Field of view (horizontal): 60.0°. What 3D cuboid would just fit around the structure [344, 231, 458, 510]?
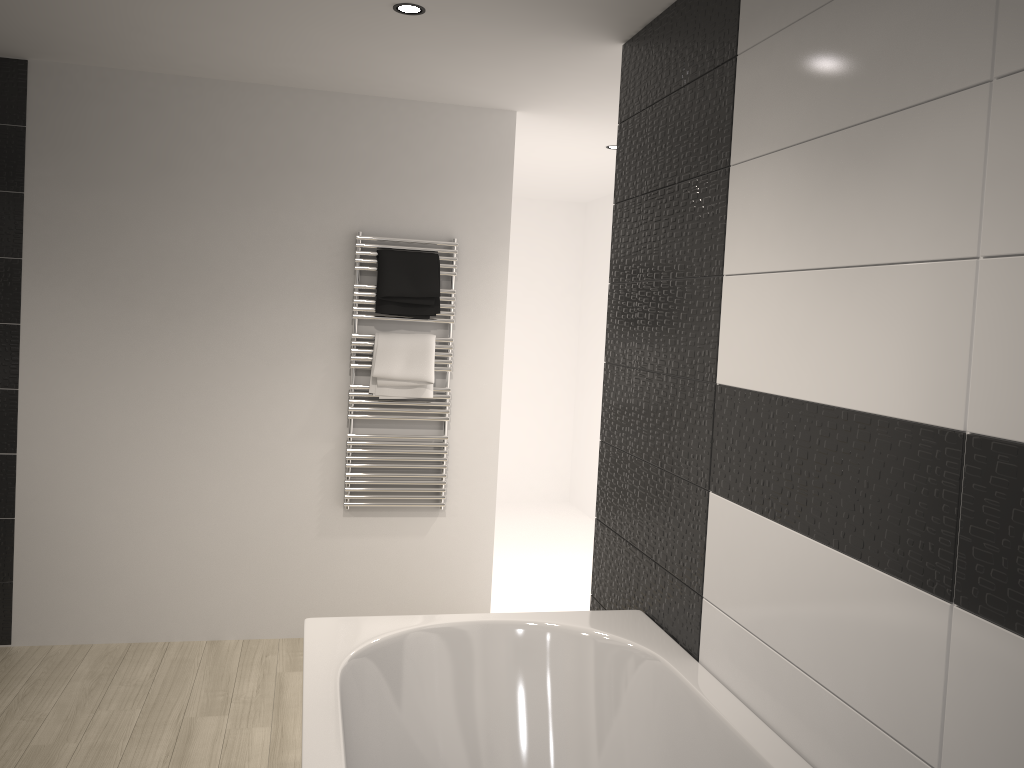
[{"bbox_3d":[-0.518,-0.050,4.150,0.472,1.290,0.039,2,3,-13],"label":"structure"}]

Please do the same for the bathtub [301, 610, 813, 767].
[{"bbox_3d":[0.130,1.105,1.561,1.008,0.675,2.184,2,4,-13],"label":"bathtub"}]

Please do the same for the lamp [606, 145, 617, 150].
[{"bbox_3d":[0.582,-1.329,4.982,0.106,0.004,0.105,6,6,38],"label":"lamp"}]

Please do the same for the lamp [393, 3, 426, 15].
[{"bbox_3d":[-0.333,-1.215,2.873,0.105,0.004,0.106,1,5,-28],"label":"lamp"}]

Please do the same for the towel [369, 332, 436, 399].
[{"bbox_3d":[-0.506,-0.082,4.111,0.303,0.309,0.098,2,3,-12],"label":"towel"}]

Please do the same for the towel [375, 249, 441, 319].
[{"bbox_3d":[-0.474,-0.460,4.086,0.300,0.309,0.141,2,3,-16],"label":"towel"}]
